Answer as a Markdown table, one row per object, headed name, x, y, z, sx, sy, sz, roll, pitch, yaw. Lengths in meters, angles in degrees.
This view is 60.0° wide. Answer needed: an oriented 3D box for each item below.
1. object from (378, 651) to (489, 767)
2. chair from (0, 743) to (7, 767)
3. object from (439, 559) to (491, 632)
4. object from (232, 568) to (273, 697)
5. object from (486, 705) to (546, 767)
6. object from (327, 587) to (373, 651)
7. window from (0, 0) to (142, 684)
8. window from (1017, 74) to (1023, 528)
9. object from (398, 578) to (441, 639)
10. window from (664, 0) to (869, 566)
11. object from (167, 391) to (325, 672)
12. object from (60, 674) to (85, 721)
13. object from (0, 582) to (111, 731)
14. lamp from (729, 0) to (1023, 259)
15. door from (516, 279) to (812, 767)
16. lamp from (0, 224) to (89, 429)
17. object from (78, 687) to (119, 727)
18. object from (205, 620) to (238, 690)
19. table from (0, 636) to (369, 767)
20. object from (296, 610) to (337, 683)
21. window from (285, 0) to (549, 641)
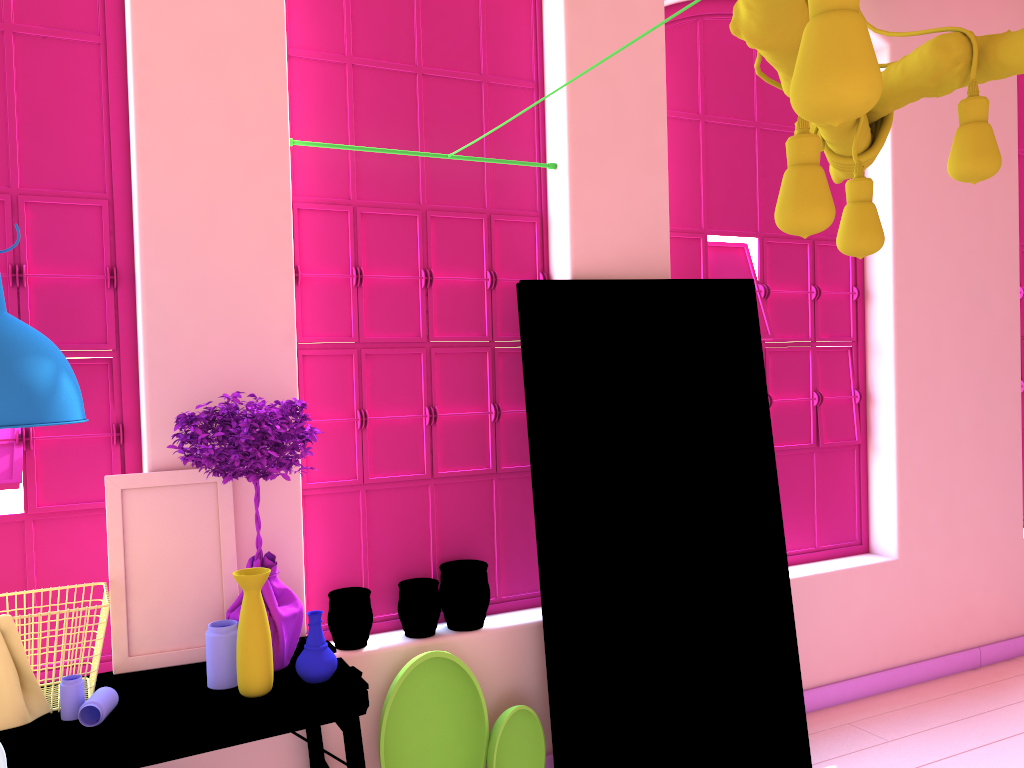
| name | x | y | z | sx | sy | sz | roll | pitch | yaw |
| --- | --- | --- | --- | --- | --- | --- | --- | --- | --- |
| object | -0.340 | 1.397 | 3.518 | 0.451 | 0.734 | 0.218 | -2 | 2 | -27 |
| chair | -1.177 | 1.191 | 1.980 | 1.078 | 1.239 | 0.924 | -1 | 1 | 8 |
| object | -0.204 | 0.911 | 3.825 | 0.223 | 0.272 | 0.223 | -3 | 2 | -39 |
| object | -0.809 | 0.778 | 2.777 | 0.116 | 0.383 | 0.116 | -1 | 2 | 37 |
| object | -0.010 | 1.521 | 3.603 | 0.284 | 0.463 | 0.137 | -3 | 2 | -42 |
| object | -0.655 | 0.951 | 3.595 | 0.182 | 0.223 | 0.182 | -1 | 2 | 41 |
| window | -2.087 | -0.393 | 2.995 | 1.497 | 3.004 | 0.492 | -2 | 2 | -27 |
| window | 3.529 | -0.594 | 5.814 | 1.274 | 3.048 | 0.072 | -2 | 2 | -27 |
| object | -0.389 | 0.942 | 3.728 | 0.182 | 0.223 | 0.182 | -3 | 2 | -44 |
| window | 1.327 | -0.509 | 4.720 | 1.513 | 3.010 | 0.214 | -2 | 2 | -27 |
| object | -0.888 | 0.498 | 3.034 | 0.441 | 0.951 | 0.502 | -1 | 1 | 23 |
| object | -1.318 | 0.939 | 2.659 | 0.065 | 0.118 | 0.065 | -1 | 1 | 22 |
| object | -1.576 | 0.824 | 2.718 | 0.633 | 0.369 | 0.444 | -2 | 1 | -27 |
| lamp | 0.747 | -1.305 | 1.221 | 1.775 | 2.265 | 1.610 | -3 | 2 | -45 |
| door | 0.659 | 0.631 | 3.850 | 1.153 | 2.211 | 0.450 | -2 | 1 | -17 |
| lamp | -1.462 | -0.887 | 2.367 | 0.529 | 2.002 | 0.528 | -1 | 1 | 5 |
| object | -1.230 | 0.961 | 2.635 | 0.076 | 0.076 | 0.137 | -2 | 1 | -7 |
| object | -0.936 | 0.877 | 2.884 | 0.109 | 0.197 | 0.109 | -1 | 1 | 11 |
| table | -1.548 | 1.397 | 2.652 | 2.192 | 0.821 | 0.655 | -2 | 1 | -27 |
| object | -0.638 | 0.853 | 2.885 | 0.132 | 0.219 | 0.132 | -2 | 1 | -10 |
| window | -0.371 | -0.460 | 3.852 | 1.274 | 3.048 | 0.072 | -2 | 2 | -27 |
